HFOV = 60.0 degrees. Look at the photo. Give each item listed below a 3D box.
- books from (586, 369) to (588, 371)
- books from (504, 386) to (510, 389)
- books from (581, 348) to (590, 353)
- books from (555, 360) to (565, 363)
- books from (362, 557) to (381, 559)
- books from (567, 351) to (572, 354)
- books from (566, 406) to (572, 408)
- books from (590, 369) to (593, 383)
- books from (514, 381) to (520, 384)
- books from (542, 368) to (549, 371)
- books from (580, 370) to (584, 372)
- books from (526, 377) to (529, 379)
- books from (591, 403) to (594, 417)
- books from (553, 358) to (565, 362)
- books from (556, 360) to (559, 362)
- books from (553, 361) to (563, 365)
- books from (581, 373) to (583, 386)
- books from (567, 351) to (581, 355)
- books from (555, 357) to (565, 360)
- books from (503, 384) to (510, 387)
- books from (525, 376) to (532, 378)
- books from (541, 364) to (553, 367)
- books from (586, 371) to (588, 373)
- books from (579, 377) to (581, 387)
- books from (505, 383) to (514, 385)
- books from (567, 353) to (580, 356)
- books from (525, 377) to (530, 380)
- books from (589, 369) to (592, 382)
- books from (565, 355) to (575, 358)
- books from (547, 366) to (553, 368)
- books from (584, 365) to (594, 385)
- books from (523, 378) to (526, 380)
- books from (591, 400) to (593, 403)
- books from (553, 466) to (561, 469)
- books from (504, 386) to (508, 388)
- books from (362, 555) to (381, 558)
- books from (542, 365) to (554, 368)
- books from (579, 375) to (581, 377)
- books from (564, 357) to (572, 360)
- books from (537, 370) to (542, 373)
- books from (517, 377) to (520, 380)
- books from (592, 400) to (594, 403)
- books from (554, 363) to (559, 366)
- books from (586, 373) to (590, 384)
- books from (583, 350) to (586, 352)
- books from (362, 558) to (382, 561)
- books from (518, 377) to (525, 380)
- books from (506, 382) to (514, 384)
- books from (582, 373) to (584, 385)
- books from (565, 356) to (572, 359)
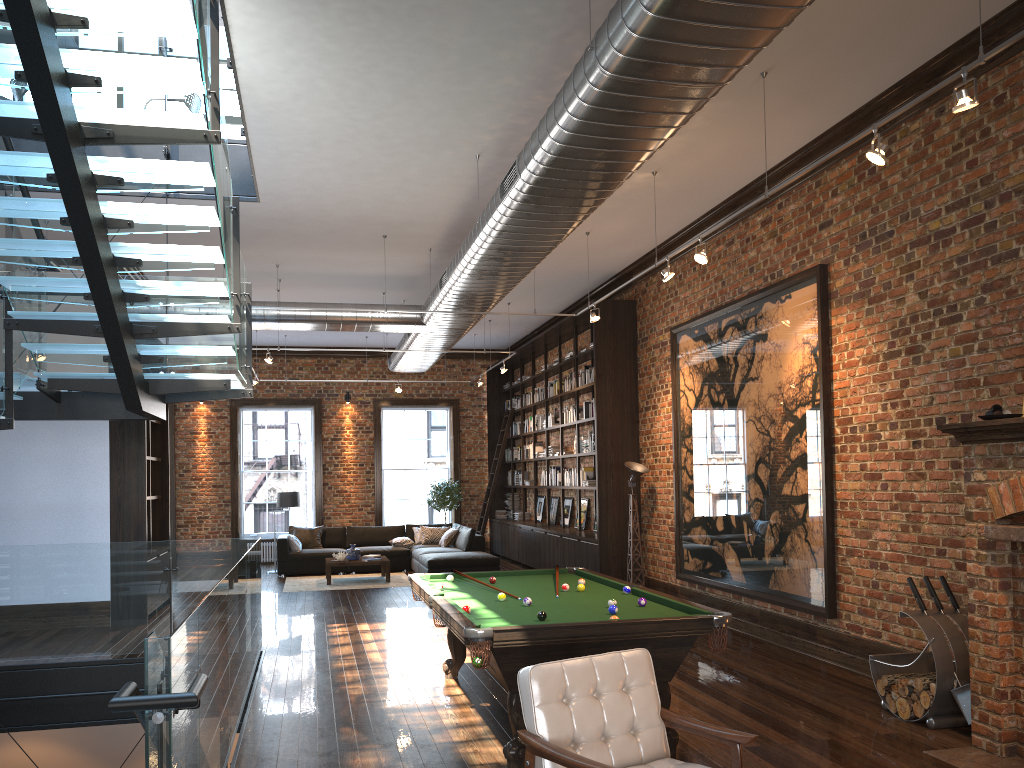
[{"bbox_3d":[1.209,-0.089,13.495,0.168,0.261,0.016,0,-1,-13],"label":"books"},{"bbox_3d":[-0.027,0.078,18.894,0.213,0.014,0.358,1,-6,-17],"label":"books"},{"bbox_3d":[1.190,-0.508,13.489,0.219,0.019,0.330,0,-6,-10],"label":"books"},{"bbox_3d":[0.858,-0.377,15.096,0.171,0.021,0.308,1,-6,-17],"label":"books"},{"bbox_3d":[-2.332,2.887,14.723,0.205,0.024,0.263,-3,-7,21],"label":"books"},{"bbox_3d":[1.012,-0.513,14.398,0.188,0.017,0.277,0,-6,-11],"label":"books"},{"bbox_3d":[0.974,0.517,14.585,0.152,0.306,0.017,-1,-1,-13],"label":"books"},{"bbox_3d":[1.264,-0.098,13.229,0.169,0.232,0.147,0,-3,-13],"label":"books"},{"bbox_3d":[0.178,-0.025,17.970,0.229,0.033,0.274,0,-6,-9],"label":"books"},{"bbox_3d":[0.680,-0.262,15.804,0.219,0.016,0.369,0,-6,-12],"label":"books"},{"bbox_3d":[1.146,-0.069,13.814,0.150,0.293,0.032,-1,-1,-13],"label":"books"},{"bbox_3d":[0.400,-0.117,17.061,0.210,0.014,0.292,0,-6,-14],"label":"books"},{"bbox_3d":[1.275,0.396,13.204,0.189,0.239,0.016,0,-1,-13],"label":"books"},{"bbox_3d":[0.842,-0.406,15.094,0.205,0.017,0.361,1,-6,-16],"label":"books"},{"bbox_3d":[0.860,-0.392,15.097,0.180,0.010,0.279,0,-6,-14],"label":"books"},{"bbox_3d":[0.845,-0.352,15.093,0.193,0.030,0.314,1,-6,-17],"label":"books"},{"bbox_3d":[1.157,-0.054,13.711,0.184,0.241,0.030,0,-1,-13],"label":"books"},{"bbox_3d":[1.012,-0.497,14.398,0.167,0.015,0.371,0,-6,-8],"label":"books"},{"bbox_3d":[0.853,-0.427,15.097,0.192,0.009,0.307,0,-6,-12],"label":"books"},{"bbox_3d":[-0.034,0.036,18.893,0.230,0.015,0.314,1,-6,-17],"label":"books"},{"bbox_3d":[0.382,-0.127,17.057,0.232,0.006,0.290,1,-6,-17],"label":"books"},{"bbox_3d":[0.676,-0.331,15.805,0.215,0.015,0.321,1,-6,-16],"label":"books"},{"bbox_3d":[1.214,-0.078,13.475,0.172,0.236,0.025,0,-1,-13],"label":"books"},{"bbox_3d":[1.138,-0.019,13.764,0.189,0.182,0.025,0,-2,-13],"label":"books"},{"bbox_3d":[-0.010,-0.001,18.900,0.190,0.017,0.301,1,-6,-15],"label":"books"},{"bbox_3d":[1.015,-0.472,14.398,0.169,0.034,0.287,1,-6,-17],"label":"books"},{"bbox_3d":[0.397,-0.102,17.060,0.206,0.018,0.325,1,-6,-16],"label":"books"},{"bbox_3d":[1.248,-0.098,13.353,0.164,0.257,0.100,0,-2,-13],"label":"books"},{"bbox_3d":[0.999,-0.446,14.394,0.216,0.020,0.235,1,-6,-16],"label":"books"},{"bbox_3d":[0.695,-0.291,15.808,0.187,0.011,0.382,0,-6,-12],"label":"books"},{"bbox_3d":[1.193,-0.118,13.544,0.180,0.331,0.016,-1,-1,-13],"label":"books"},{"bbox_3d":[0.276,-0.086,17.590,0.205,0.024,0.249,0,-6,-9],"label":"books"},{"bbox_3d":[1.272,0.389,13.347,0.159,0.284,0.014,-1,-1,-13],"label":"books"},{"bbox_3d":[0.799,1.603,15.454,0.182,0.335,0.016,-1,-1,-13],"label":"books"},{"bbox_3d":[-0.024,0.065,18.895,0.226,0.011,0.271,0,-6,-14],"label":"books"},{"bbox_3d":[-2.330,2.860,14.717,0.205,0.028,0.263,-3,-6,19],"label":"books"},{"bbox_3d":[0.680,-0.315,15.805,0.199,0.017,0.304,1,-6,-17],"label":"books"},{"bbox_3d":[1.134,-0.029,13.841,0.172,0.219,0.027,0,-1,-13],"label":"books"},{"bbox_3d":[0.995,-0.408,14.392,0.227,0.015,0.276,1,-6,-15],"label":"books"},{"bbox_3d":[0.599,-0.230,16.191,0.191,0.013,0.317,1,-6,-17],"label":"books"},{"bbox_3d":[0.208,-0.109,17.979,0.164,0.022,0.258,0,-6,-9],"label":"books"},{"bbox_3d":[1.290,0.379,13.245,0.162,0.282,0.056,-1,-2,-13],"label":"books"},{"bbox_3d":[0.843,-0.330,15.092,0.213,0.013,0.283,0,-6,-11],"label":"books"},{"bbox_3d":[1.221,-0.067,13.424,0.190,0.201,0.027,0,-1,-13],"label":"books"},{"bbox_3d":[1.191,-0.492,13.488,0.214,0.012,0.253,0,-6,-8],"label":"books"},{"bbox_3d":[-2.273,2.850,14.381,0.262,0.024,0.206,3,-7,-35],"label":"books"},{"bbox_3d":[0.272,-0.107,17.589,0.216,0.018,0.378,1,-6,-15],"label":"books"},{"bbox_3d":[-0.019,-0.014,18.898,0.189,0.008,0.346,0,-6,-8],"label":"books"},{"bbox_3d":[1.171,-0.052,13.684,0.168,0.230,0.028,0,-1,-13],"label":"books"},{"bbox_3d":[1.002,-0.432,14.394,0.206,0.008,0.335,0,-6,-10],"label":"books"}]
